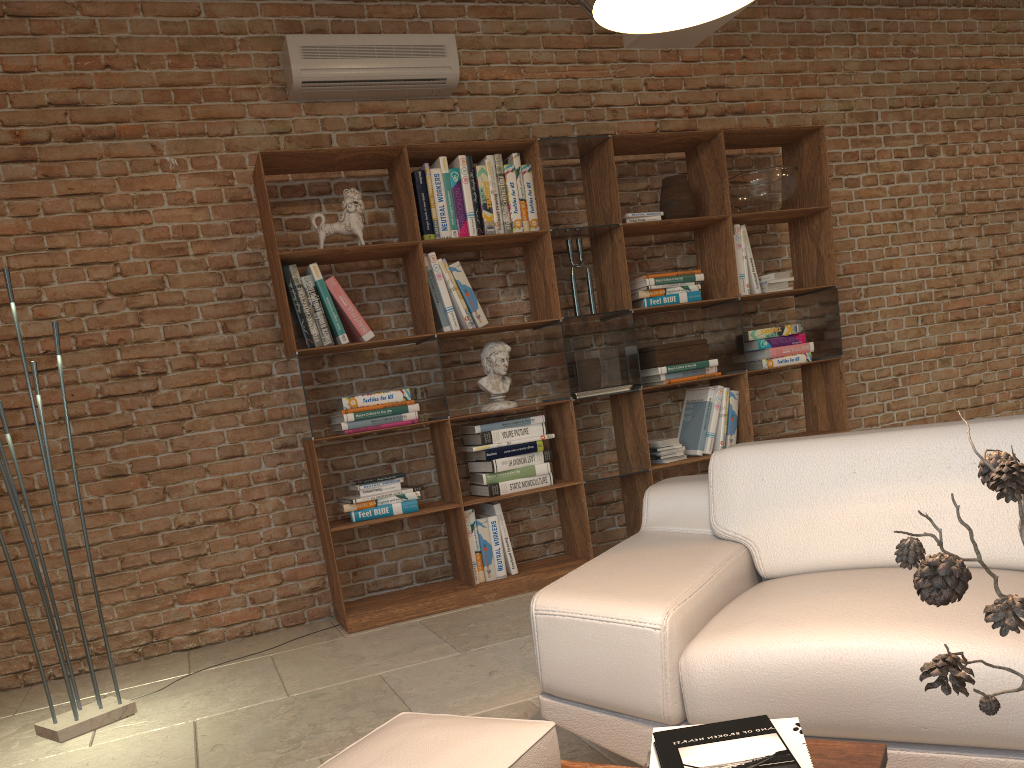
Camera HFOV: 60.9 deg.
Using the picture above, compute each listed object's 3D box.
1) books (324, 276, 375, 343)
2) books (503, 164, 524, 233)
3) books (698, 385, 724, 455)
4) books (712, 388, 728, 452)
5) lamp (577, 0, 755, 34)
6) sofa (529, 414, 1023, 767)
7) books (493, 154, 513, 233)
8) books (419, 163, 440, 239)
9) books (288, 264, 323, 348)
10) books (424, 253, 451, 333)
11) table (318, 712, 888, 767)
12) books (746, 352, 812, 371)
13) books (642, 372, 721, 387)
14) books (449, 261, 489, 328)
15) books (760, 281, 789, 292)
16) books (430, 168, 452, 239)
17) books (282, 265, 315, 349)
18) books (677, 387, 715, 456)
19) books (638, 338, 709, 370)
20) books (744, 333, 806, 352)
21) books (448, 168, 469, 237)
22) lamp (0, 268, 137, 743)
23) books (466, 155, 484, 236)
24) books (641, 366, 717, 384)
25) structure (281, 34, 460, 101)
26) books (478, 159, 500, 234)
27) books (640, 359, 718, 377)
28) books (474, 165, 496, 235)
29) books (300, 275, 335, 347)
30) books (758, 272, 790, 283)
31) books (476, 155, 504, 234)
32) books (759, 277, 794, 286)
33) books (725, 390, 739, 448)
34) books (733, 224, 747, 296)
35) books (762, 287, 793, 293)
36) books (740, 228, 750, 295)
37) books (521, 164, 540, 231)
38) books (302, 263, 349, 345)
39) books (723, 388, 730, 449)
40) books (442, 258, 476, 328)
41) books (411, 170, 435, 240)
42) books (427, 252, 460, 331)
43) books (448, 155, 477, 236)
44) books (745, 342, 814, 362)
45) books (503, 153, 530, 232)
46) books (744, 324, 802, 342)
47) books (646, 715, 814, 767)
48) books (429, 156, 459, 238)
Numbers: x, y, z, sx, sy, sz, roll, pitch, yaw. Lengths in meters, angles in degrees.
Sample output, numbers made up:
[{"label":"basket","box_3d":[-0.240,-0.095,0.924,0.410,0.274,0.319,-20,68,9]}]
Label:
[{"label":"books","box_3d":[-0.801,-0.341,4.182,0.193,0.325,0.252,-11,6,-20]},{"label":"books","box_3d":[-0.033,-0.895,4.378,0.055,0.336,0.252,-12,7,-21]},{"label":"books","box_3d":[1.077,0.207,4.918,0.159,0.380,0.241,-11,7,-21]},{"label":"books","box_3d":[1.124,0.209,4.946,0.096,0.361,0.269,-12,7,-21]},{"label":"lamp","box_3d":[-0.536,-0.067,1.470,2.044,2.399,0.309,-7,9,16]},{"label":"sofa","box_3d":[1.305,0.469,2.025,2.348,0.771,1.116,-8,3,30]},{"label":"books","box_3d":[-0.082,-0.916,4.364,0.036,0.391,0.241,-12,8,-21]},{"label":"books","box_3d":[-0.423,-0.852,4.253,0.020,0.366,0.269,-12,7,-21]},{"label":"books","box_3d":[-0.986,-0.348,4.101,0.090,0.392,0.241,-12,8,-21]},{"label":"books","box_3d":[-0.411,-0.429,4.312,0.100,0.391,0.241,-12,8,-21]},{"label":"table","box_3d":[0.384,0.761,0.643,2.223,0.437,1.925,-9,0,31]},{"label":"books","box_3d":[1.520,-0.125,5.055,0.323,0.056,0.253,-8,0,-18]},{"label":"books","box_3d":[0.937,-0.024,4.851,0.352,0.021,0.271,-8,-1,-22]},{"label":"books","box_3d":[-0.252,-0.426,4.352,0.156,0.335,0.252,-11,7,-21]},{"label":"books","box_3d":[1.468,-0.546,4.973,0.132,0.034,0.204,-9,0,-11]},{"label":"books","box_3d":[-0.379,-0.844,4.252,0.055,0.336,0.252,-12,7,-21]},{"label":"books","box_3d":[-1.017,-0.342,4.081,0.090,0.392,0.241,-12,8,-21]},{"label":"books","box_3d":[1.030,0.215,4.926,0.161,0.379,0.241,-11,7,-21]},{"label":"books","box_3d":[0.884,-0.162,4.803,0.332,0.121,0.212,-9,2,-20]},{"label":"books","box_3d":[1.482,-0.233,5.039,0.323,0.056,0.254,-8,0,-20]},{"label":"books","box_3d":[-0.299,-0.856,4.300,0.055,0.336,0.252,-12,7,-21]},{"label":"lamp","box_3d":[-1.753,0.402,3.185,0.200,1.857,0.406,0,12,39]},{"label":"books","box_3d":[-0.222,-0.895,4.314,0.036,0.391,0.241,-12,8,-21]},{"label":"books","box_3d":[0.915,-0.050,4.854,0.375,0.037,0.244,-8,0,-25]},{"label":"structure","box_3d":[-0.671,-1.525,4.194,0.804,0.223,0.198,-9,5,-20]},{"label":"books","box_3d":[-0.141,-0.893,4.344,0.020,0.366,0.269,-12,7,-21]},{"label":"books","box_3d":[0.908,-0.086,4.812,0.375,0.037,0.243,-8,0,-21]},{"label":"books","box_3d":[-0.169,-0.875,4.320,0.055,0.336,0.252,-12,7,-21]},{"label":"books","box_3d":[-0.941,-0.328,4.140,0.101,0.340,0.252,-12,7,-21]},{"label":"books","box_3d":[1.460,-0.599,4.964,0.130,0.034,0.206,-9,0,-31]},{"label":"books","box_3d":[-0.121,-0.910,4.364,0.036,0.391,0.241,-12,8,-21]},{"label":"books","box_3d":[1.470,-0.574,4.975,0.169,0.019,0.235,-8,0,-18]},{"label":"books","box_3d":[1.187,0.210,4.964,0.115,0.340,0.252,-12,7,-21]},{"label":"books","box_3d":[1.204,-0.667,4.863,0.036,0.391,0.241,-12,8,-21]},{"label":"books","box_3d":[1.474,-0.520,4.993,0.170,0.019,0.234,-8,0,-13]},{"label":"books","box_3d":[1.229,-0.657,4.884,0.020,0.366,0.269,-12,7,-21]},{"label":"books","box_3d":[0.048,-0.907,4.431,0.055,0.336,0.252,-12,7,-21]},{"label":"books","box_3d":[-0.882,-0.361,4.125,0.120,0.389,0.241,-12,8,-21]},{"label":"books","box_3d":[1.140,0.209,4.962,0.096,0.361,0.269,-12,7,-21]},{"label":"books","box_3d":[-0.303,-0.427,4.348,0.123,0.355,0.269,-12,7,-21]},{"label":"books","box_3d":[-0.457,-0.832,4.244,0.055,0.336,0.252,-12,7,-21]},{"label":"books","box_3d":[-0.368,-0.435,4.303,0.102,0.391,0.241,-12,8,-21]},{"label":"books","box_3d":[-0.252,-0.891,4.292,0.036,0.391,0.241,-12,8,-21]},{"label":"books","box_3d":[1.535,-0.184,5.053,0.322,0.057,0.254,-8,0,-25]},{"label":"books","box_3d":[0.005,-0.928,4.395,0.036,0.391,0.241,-12,8,-21]},{"label":"books","box_3d":[1.458,-0.287,5.024,0.325,0.056,0.252,-8,0,-10]},{"label":"books","box_3d":[0.293,0.566,1.208,0.251,0.076,0.393,-8,0,12]},{"label":"books","box_3d":[-0.341,-0.878,4.266,0.036,0.391,0.241,-12,8,-21]}]
